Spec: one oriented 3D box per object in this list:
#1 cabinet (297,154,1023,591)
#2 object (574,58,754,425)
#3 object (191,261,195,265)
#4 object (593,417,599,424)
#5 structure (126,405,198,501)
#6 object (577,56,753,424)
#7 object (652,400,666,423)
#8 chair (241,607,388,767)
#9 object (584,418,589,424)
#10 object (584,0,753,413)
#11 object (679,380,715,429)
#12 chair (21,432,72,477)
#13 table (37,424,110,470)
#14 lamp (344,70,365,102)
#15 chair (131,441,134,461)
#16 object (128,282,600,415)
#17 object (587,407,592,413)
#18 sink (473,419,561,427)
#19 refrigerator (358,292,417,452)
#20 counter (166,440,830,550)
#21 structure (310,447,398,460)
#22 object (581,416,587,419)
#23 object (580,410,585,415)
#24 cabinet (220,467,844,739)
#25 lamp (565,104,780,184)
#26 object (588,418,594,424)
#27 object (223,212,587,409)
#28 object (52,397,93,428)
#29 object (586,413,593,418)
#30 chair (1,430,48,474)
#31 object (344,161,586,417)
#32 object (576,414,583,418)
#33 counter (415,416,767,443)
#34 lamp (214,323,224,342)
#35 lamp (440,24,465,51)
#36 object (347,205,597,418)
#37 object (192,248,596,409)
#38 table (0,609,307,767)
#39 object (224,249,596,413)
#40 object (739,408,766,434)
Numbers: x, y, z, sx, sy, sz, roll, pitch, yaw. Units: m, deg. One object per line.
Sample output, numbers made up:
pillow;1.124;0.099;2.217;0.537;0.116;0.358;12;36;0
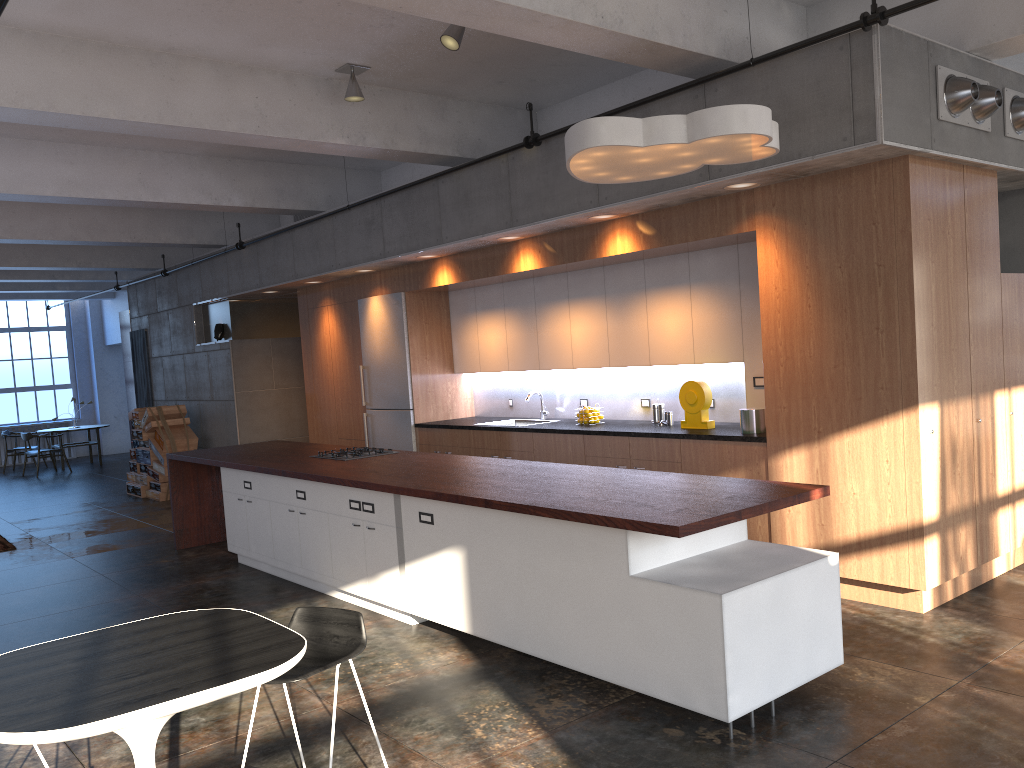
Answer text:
cabinet;0.786;-0.084;9.007;2.426;2.566;7.937;-6;3;-39
object;-1.939;0.761;13.809;0.965;1.216;12.946;-5;3;-28
object;0.731;0.289;8.005;0.062;0.053;0.051;-4;3;3
object;0.749;0.328;7.954;0.073;0.063;0.064;-3;3;16
structure;-5.151;0.966;12.862;0.650;1.317;1.873;-6;4;-39
object;1.017;-0.774;6.582;0.058;2.313;2.875;-5;3;-20
object;1.258;0.229;7.573;0.061;0.210;0.141;-7;4;-39
chair;-0.729;1.292;3.167;0.456;0.897;0.513;-2;4;28
object;0.660;0.335;7.935;0.052;0.053;0.062;-2;3;38
object;0.667;0.242;7.907;0.058;0.060;0.052;-5;3;-16
object;1.437;0.161;6.919;0.101;0.382;0.268;-7;4;-39
chair;-8.889;1.311;16.849;0.713;0.865;0.686;-2;4;38
table;-8.891;1.318;18.063;1.306;0.852;1.312;-4;2;5
lamp;-1.212;-2.285;6.766;0.156;0.216;0.155;-4;3;-2
chair;-6.761;1.115;16.573;0.669;0.989;0.418;-6;4;-39
object;0.766;0.252;7.977;0.053;0.052;0.062;-3;3;9
object;-2.810;-0.716;11.284;9.698;2.168;0.060;-2;4;45
sink;0.050;0.469;8.611;0.533;0.192;0.714;-6;3;-39
refrigerator;-1.326;0.127;9.777;0.224;2.194;0.936;-7;4;-42
counter;-0.880;1.082;6.623;1.164;0.972;6.517;-6;3;-39
structure;-1.325;0.591;7.440;0.522;0.072;0.626;-6;3;-39
object;0.645;0.312;8.017;0.061;0.053;0.053;-2;3;33
object;-1.902;-0.718;10.126;6.727;2.172;0.054;-2;4;42
cabinet;-0.508;1.104;6.154;0.940;0.931;5.530;-6;3;-39
lamp;0.817;-1.207;4.541;1.074;0.130;1.011;-4;2;7
object;0.708;0.326;7.906;0.052;0.057;0.060;-4;3;-2
object;0.674;0.231;8.041;0.059;0.060;0.050;-4;3;-5
object;-8.930;0.577;18.010;0.789;0.625;0.234;-6;4;-37
object;-1.814;-0.823;13.068;0.063;2.213;11.613;-6;3;-25
chair;-9.845;1.338;17.846;0.679;0.865;0.720;-5;3;-13
object;0.678;0.278;7.946;0.051;0.053;0.063;-4;3;-1
object;-0.505;-0.748;8.416;2.374;2.231;0.054;-3;4;26
counter;0.977;0.350;8.220;1.639;0.039;4.367;-5;3;-39
lamp;-4.033;-0.709;12.249;0.168;0.259;0.215;-2;3;32
lamp;-0.364;-2.241;5.572;0.129;0.287;0.226;-2;4;35
object;0.733;0.278;7.936;0.053;0.053;0.061;-6;3;-32
object;0.740;0.241;8.027;0.063;0.053;0.052;-3;3;8
table;-1.025;1.246;2.512;0.844;0.953;0.812;-6;4;-39
object;0.719;0.234;7.915;0.052;0.051;0.064;-1;4;43
object;1.733;0.262;6.357;0.189;0.170;0.191;-3;3;9
